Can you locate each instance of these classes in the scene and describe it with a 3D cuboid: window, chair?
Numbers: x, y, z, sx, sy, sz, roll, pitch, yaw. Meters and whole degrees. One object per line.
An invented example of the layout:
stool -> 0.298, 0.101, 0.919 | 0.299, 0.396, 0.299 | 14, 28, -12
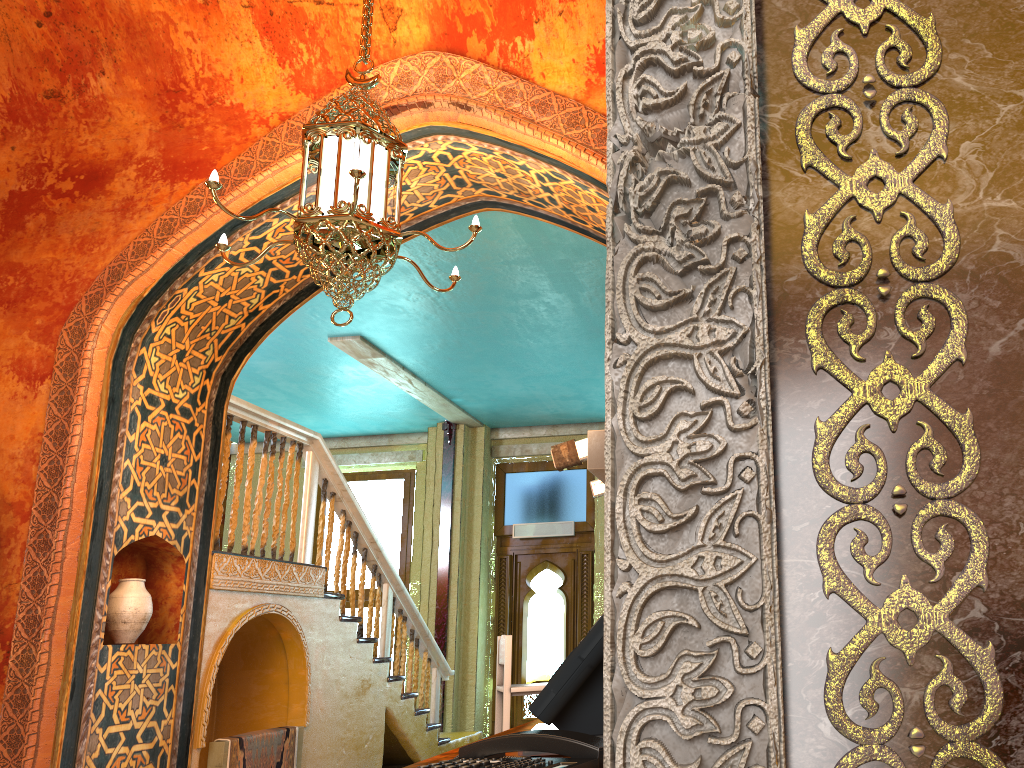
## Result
window -> -2.270, 2.976, 12.620 | 1.503, 3.369, 0.091 | -1, -13, 4
chair -> 0.152, 2.575, 6.448 | 0.530, 1.316, 0.480 | 4, -14, -14

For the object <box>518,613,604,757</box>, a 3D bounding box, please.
object -> 0.167, 0.632, 1.897 | 0.253, 0.313, 0.465 | -2, -16, 4

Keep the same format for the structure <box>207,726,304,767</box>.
structure -> -1.866, 2.911, 6.210 | 0.105, 0.678, 1.067 | -3, -16, 16

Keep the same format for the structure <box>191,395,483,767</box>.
structure -> -2.069, 2.444, 8.591 | 1.733, 3.096, 6.188 | -4, -16, 15

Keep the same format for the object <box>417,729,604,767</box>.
object -> 0.013, 0.632, 1.424 | 0.370, 0.085, 0.356 | -10, -18, 24

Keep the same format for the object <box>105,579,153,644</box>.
object -> -2.337, 1.384, 5.188 | 0.231, 0.378, 0.277 | -8, -16, 27

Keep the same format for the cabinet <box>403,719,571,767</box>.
cabinet -> 0.134, 1.322, 1.842 | 0.475, 1.037, 1.573 | -4, -16, 15

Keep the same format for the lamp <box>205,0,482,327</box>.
lamp -> -0.751, -1.399, 4.158 | 1.254, 2.330, 1.176 | -3, -14, 10

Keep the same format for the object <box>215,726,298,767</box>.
object -> -1.860, 2.822, 6.213 | 0.145, 0.547, 0.930 | -3, -16, 16
